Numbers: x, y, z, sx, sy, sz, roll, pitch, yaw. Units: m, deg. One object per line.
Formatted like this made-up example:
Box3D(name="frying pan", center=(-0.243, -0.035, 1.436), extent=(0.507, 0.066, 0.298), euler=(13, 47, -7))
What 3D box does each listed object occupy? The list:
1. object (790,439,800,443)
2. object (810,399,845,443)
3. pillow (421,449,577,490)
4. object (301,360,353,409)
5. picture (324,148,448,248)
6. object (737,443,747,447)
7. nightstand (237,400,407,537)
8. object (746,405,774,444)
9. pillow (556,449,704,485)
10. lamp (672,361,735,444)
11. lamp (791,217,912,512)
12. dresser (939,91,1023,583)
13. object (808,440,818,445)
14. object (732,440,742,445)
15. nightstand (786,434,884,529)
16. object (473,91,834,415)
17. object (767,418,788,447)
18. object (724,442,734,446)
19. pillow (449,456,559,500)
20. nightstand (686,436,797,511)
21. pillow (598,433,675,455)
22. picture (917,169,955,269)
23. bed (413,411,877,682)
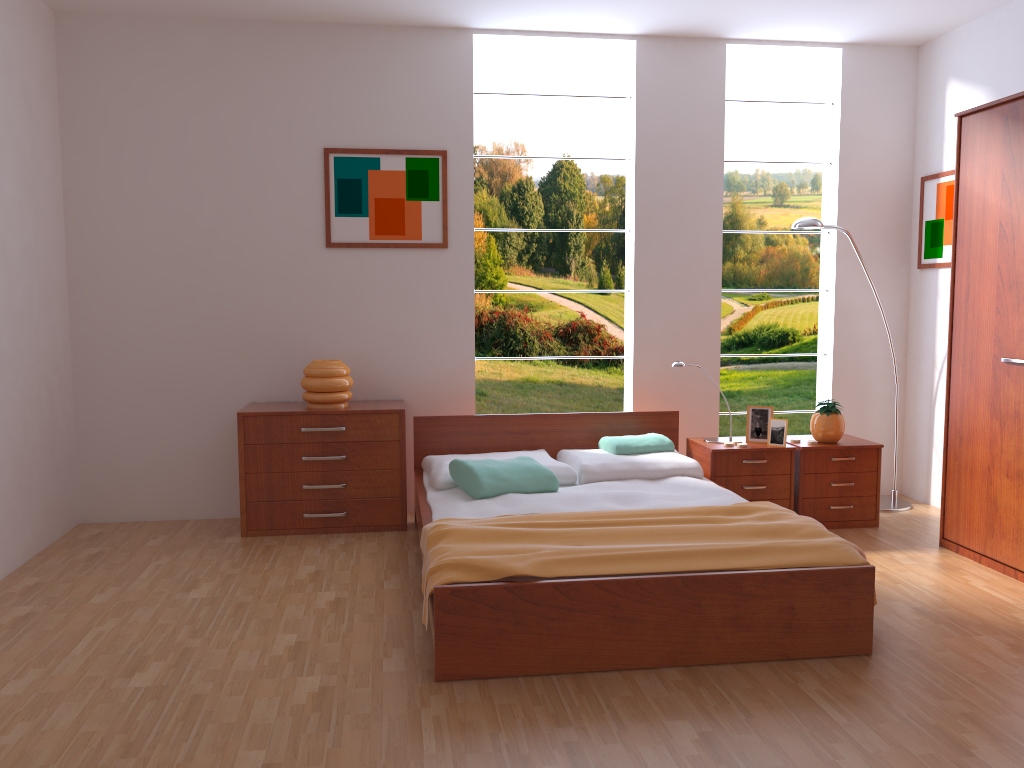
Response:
Box3D(name="object", center=(1.459, 0.294, 4.564), extent=(0.049, 0.018, 0.049), euler=(-2, 6, -21))
Box3D(name="object", center=(1.622, 0.190, 4.559), extent=(0.169, 0.223, 0.170), euler=(-3, 6, -29))
Box3D(name="pillow", center=(-0.088, 0.426, 4.341), extent=(0.682, 0.157, 0.574), euler=(-2, 6, -14))
Box3D(name="object", center=(-0.948, -0.001, 4.546), extent=(0.264, 0.244, 0.264), euler=(1, 5, 9))
Box3D(name="picture", center=(-0.667, -0.984, 4.719), extent=(0.645, 0.517, 0.030), euler=(-1, 5, -8))
Box3D(name="object", center=(1.150, 0.307, 4.428), extent=(0.049, 0.018, 0.049), euler=(-2, 6, -21))
Box3D(name="nightstand", center=(-0.960, 0.425, 4.587), extent=(0.815, 0.626, 0.428), euler=(-1, 5, -8))
Box3D(name="object", center=(1.266, 0.208, 4.534), extent=(0.131, 0.191, 0.037), euler=(2, 6, 22))
Box3D(name="pillow", center=(0.585, 0.413, 4.455), extent=(0.630, 0.182, 0.574), euler=(-1, 5, -10))
Box3D(name="lamp", center=(0.994, 0.090, 4.560), extent=(0.337, 0.421, 0.163), euler=(-2, 6, -20))
Box3D(name="lamp", center=(1.887, -0.093, 4.843), extent=(0.799, 1.603, 0.387), euler=(-4, 7, -35))
Box3D(name="dresser", center=(2.370, -0.132, 3.129), extent=(0.487, 2.004, 2.017), euler=(-1, 5, -8))
Box3D(name="object", center=(1.528, 0.299, 4.506), extent=(0.049, 0.018, 0.049), euler=(-2, 6, -21))
Box3D(name="object", center=(1.146, 0.300, 4.511), extent=(0.049, 0.018, 0.049), euler=(-2, 6, -21))
Box3D(name="nightstand", center=(1.632, 0.513, 4.645), extent=(0.439, 0.442, 0.377), euler=(-1, 5, -8))
Box3D(name="object", center=(0.860, -0.709, 5.047), extent=(2.205, 1.815, 0.033), euler=(-1, 5, -8))
Box3D(name="object", center=(1.330, 0.243, 4.438), extent=(0.094, 0.137, 0.027), euler=(4, 7, 37))
Box3D(name="object", center=(1.091, 0.305, 4.459), extent=(0.049, 0.018, 0.049), euler=(-2, 6, -21))
Box3D(name="pillow", center=(-0.038, 0.417, 3.995), extent=(0.425, 0.164, 0.334), euler=(-3, 6, -31))
Box3D(name="nightstand", center=(1.172, 0.520, 4.581), extent=(0.439, 0.442, 0.377), euler=(-1, 5, -8))
Box3D(name="pillow", center=(0.631, 0.317, 4.527), extent=(0.322, 0.116, 0.276), euler=(-1, 5, -11))
Box3D(name="picture", center=(2.376, -0.885, 4.733), extent=(0.030, 0.517, 0.645), euler=(-1, 5, -8))
Box3D(name="bed", center=(0.405, 0.524, 3.763), extent=(1.632, 0.560, 1.990), euler=(-1, 5, -8))
